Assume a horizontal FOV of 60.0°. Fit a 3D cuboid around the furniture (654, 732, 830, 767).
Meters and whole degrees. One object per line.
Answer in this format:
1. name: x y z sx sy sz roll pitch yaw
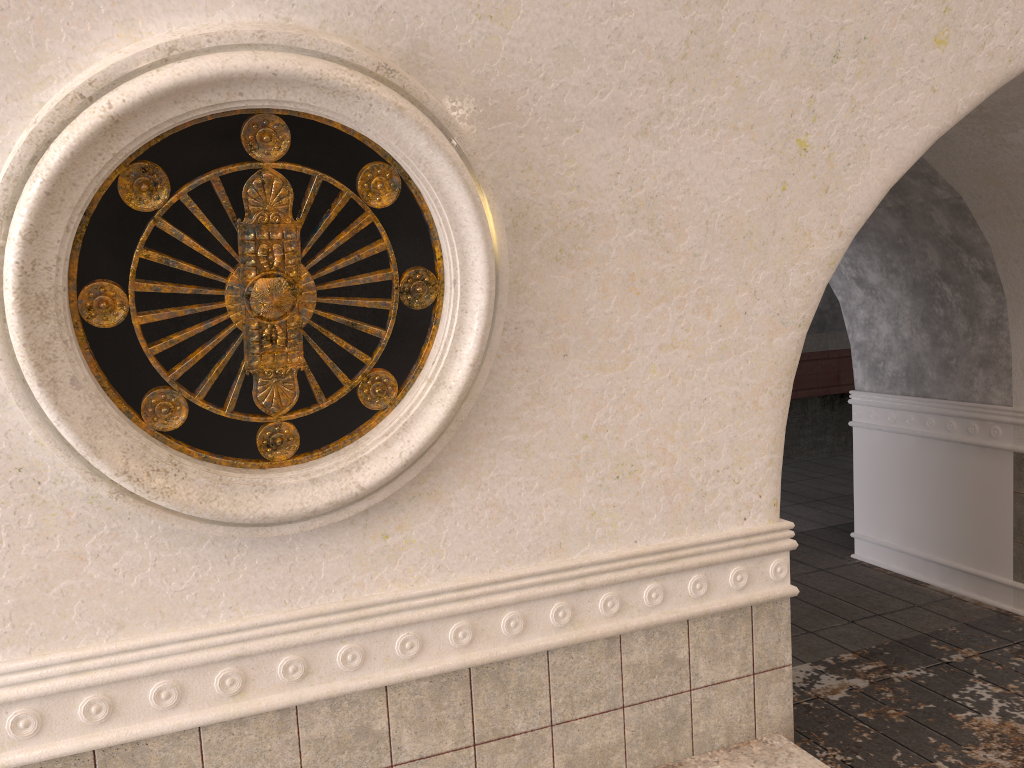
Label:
1. furniture: 0.342 1.532 2.507 1.509 0.508 0.613 -5 6 -22
